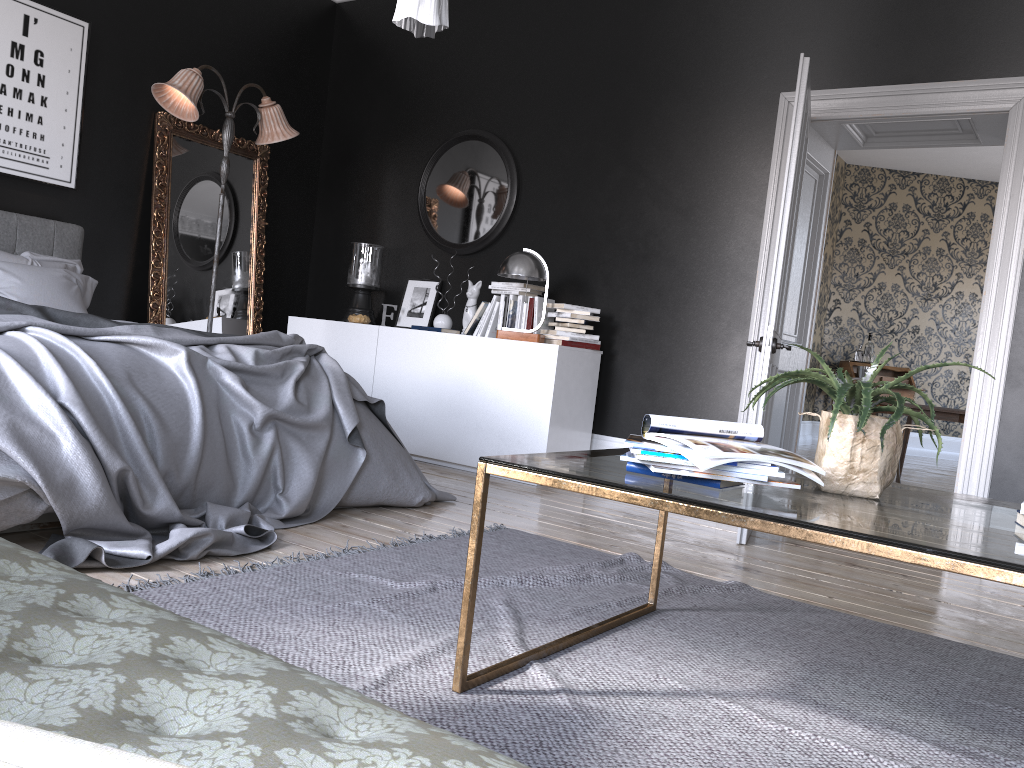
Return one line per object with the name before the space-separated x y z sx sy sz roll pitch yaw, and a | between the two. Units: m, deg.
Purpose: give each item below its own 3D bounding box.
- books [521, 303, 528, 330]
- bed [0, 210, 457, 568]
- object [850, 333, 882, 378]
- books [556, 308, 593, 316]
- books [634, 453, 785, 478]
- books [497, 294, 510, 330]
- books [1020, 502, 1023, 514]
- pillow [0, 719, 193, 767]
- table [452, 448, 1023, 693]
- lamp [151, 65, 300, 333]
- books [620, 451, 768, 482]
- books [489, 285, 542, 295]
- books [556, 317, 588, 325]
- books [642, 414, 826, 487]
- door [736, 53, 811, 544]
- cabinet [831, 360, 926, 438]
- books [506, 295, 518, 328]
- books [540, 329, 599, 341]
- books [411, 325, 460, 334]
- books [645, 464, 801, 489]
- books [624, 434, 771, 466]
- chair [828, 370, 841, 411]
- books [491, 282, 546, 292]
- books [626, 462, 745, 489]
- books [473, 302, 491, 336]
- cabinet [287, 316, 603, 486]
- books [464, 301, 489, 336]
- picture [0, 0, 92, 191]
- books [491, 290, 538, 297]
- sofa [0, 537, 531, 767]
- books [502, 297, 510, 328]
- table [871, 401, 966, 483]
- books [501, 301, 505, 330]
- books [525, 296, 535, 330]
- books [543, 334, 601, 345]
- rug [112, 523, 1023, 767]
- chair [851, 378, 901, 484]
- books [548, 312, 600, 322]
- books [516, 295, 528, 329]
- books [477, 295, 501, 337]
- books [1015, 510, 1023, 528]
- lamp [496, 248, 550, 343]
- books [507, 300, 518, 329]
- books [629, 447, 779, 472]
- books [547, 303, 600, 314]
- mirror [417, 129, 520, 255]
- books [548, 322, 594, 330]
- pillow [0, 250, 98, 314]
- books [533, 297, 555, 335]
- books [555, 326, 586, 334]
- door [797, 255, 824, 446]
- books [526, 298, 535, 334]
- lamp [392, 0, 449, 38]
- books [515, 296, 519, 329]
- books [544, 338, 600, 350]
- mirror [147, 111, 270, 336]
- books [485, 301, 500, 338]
books | 0.125 -0.407 5.987 0.026 0.259 0.195 9 4 34
bed | -2.172 -0.238 4.124 3.280 1.299 2.765 8 3 22
object | 4.820 -0.351 11.958 0.441 0.682 0.631 7 3 3
books | 0.414 -0.465 5.813 0.220 0.024 0.307 7 2 9
books | 0.443 0.176 2.049 0.318 0.011 0.252 7 2 5
books | -0.019 -0.452 6.116 0.030 0.307 0.221 9 4 34
books | 1.278 0.288 1.906 0.307 0.024 0.220 8 3 34
pillow | -0.049 0.164 0.139 1.104 0.416 0.529 8 3 34
table | 0.790 0.547 2.123 1.447 0.559 1.093 8 3 34
lamp | -1.985 -0.852 5.954 0.987 2.414 0.771 5 3 -23
books | 0.427 0.184 2.057 0.318 0.011 0.252 7 2 15
books | 0.026 -0.640 6.056 0.307 0.024 0.220 8 2 24
books | 0.391 -0.409 5.796 0.193 0.030 0.289 7 2 8
books | 0.500 0.148 2.032 0.322 0.109 0.272 6 2 -21
door | 1.448 -0.390 4.784 0.216 2.376 1.097 8 3 21
cabinet | 4.877 0.325 11.834 0.913 1.200 0.903 7 3 -1
books | 0.038 -0.443 6.044 0.024 0.307 0.220 9 4 34
books | 0.375 -0.321 5.797 0.318 0.031 0.228 6 2 -26
books | -0.520 -0.369 6.052 0.289 0.030 0.193 8 3 39
books | 0.467 0.200 2.042 0.318 0.011 0.252 7 2 0
books | 0.428 0.152 2.069 0.318 0.011 0.252 7 2 10
chair | 2.873 0.388 7.404 0.540 0.950 0.420 7 3 13
books | 0.043 -0.667 6.078 0.306 0.030 0.221 9 3 44
books | 0.407 0.209 2.075 0.231 0.023 0.162 8 3 34
books | -0.153 -0.439 6.174 0.132 0.245 0.195 9 3 34
cabinet | -0.595 0.072 6.302 2.393 0.883 0.570 8 3 34
books | -0.204 -0.446 6.172 0.158 0.246 0.203 9 3 34
picture | -2.974 -1.795 5.377 0.014 1.079 0.792 9 4 34
books | 0.018 -0.616 6.062 0.258 0.026 0.195 9 3 44
sofa | -0.495 0.193 0.353 2.809 1.162 1.606 8 3 35
books | 0.002 -0.439 6.040 0.030 0.290 0.193 9 4 33
table | 3.522 0.573 7.382 0.849 0.756 1.796 8 3 34
books | -0.009 -0.426 6.077 0.026 0.259 0.195 9 4 34
books | 0.165 -0.426 5.991 0.030 0.307 0.221 9 4 34
books | 0.389 -0.290 5.776 0.228 0.025 0.319 9 3 44
rug | 0.804 0.811 2.290 3.640 0.050 2.106 8 3 34
chair | 3.241 0.421 7.975 0.439 0.924 0.549 6 3 -19
books | 0.402 -0.438 5.796 0.221 0.030 0.306 6 2 -26
books | 0.103 -0.434 6.000 0.024 0.307 0.220 9 4 34
books | -0.112 -0.460 6.144 0.126 0.296 0.220 9 4 34
books | 1.235 0.313 1.855 0.289 0.030 0.193 7 2 18
lamp | 0.062 -0.570 5.672 0.340 0.591 0.328 7 3 14
books | 0.035 -0.421 5.998 0.029 0.270 0.204 9 4 34
books | 0.433 0.163 2.064 0.318 0.011 0.252 7 2 5
books | 0.388 -0.493 5.783 0.306 0.030 0.220 5 3 -36
mirror | -0.346 -1.422 6.573 0.923 0.925 0.061 8 4 34
books | 0.383 -0.380 5.812 0.193 0.030 0.289 6 2 -25
pillow | -3.033 -0.550 4.778 0.679 0.760 1.831 8 3 34
books | 0.214 -0.418 5.925 0.050 0.308 0.220 9 4 34
books | 0.381 -0.351 5.805 0.203 0.029 0.268 7 2 4
door | 3.558 -0.455 11.171 0.136 2.545 1.395 9 4 34
books | 0.180 -0.418 5.951 0.038 0.296 0.235 9 4 34
lamp | -0.195 -2.205 2.934 0.782 2.051 0.782 6 3 -13
books | 0.096 -0.436 6.038 0.030 0.307 0.221 9 4 34
books | 0.386 -0.258 5.767 0.295 0.038 0.234 5 2 -29
mirror | -2.229 -0.787 6.566 0.254 2.194 0.991 9 4 34
books | -0.086 -0.436 6.129 0.091 0.256 0.195 9 4 34
